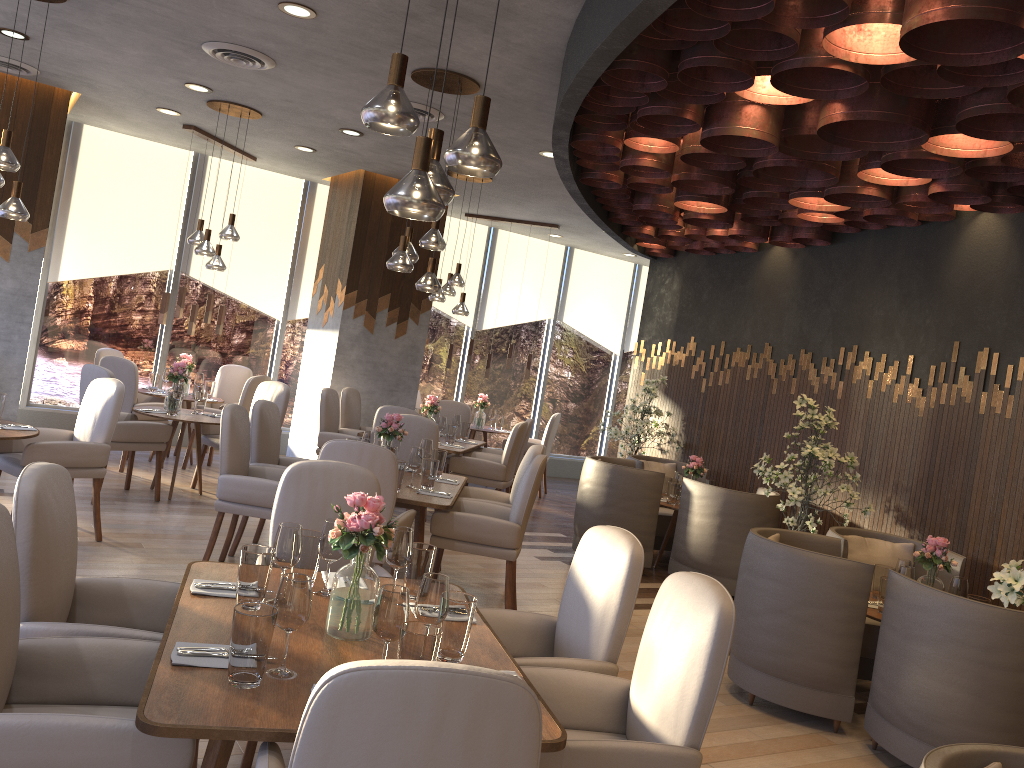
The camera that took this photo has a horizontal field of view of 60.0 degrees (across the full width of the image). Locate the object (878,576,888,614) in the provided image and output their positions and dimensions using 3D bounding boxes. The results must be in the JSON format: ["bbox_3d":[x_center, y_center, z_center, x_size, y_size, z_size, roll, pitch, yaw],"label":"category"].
[{"bbox_3d":[1.892,1.067,4.452,0.102,0.178,0.102,9,0,43],"label":"object"}]

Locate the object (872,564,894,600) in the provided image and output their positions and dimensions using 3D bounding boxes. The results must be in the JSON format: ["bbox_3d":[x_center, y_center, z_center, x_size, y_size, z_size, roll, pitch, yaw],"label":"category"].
[{"bbox_3d":[2.005,1.076,4.800,0.102,0.178,0.102,9,0,-29],"label":"object"}]

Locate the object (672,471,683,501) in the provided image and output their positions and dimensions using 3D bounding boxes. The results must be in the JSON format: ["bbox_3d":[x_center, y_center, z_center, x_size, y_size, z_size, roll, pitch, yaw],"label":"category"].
[{"bbox_3d":[1.409,0.874,7.581,0.092,0.244,0.092,9,0,35],"label":"object"}]

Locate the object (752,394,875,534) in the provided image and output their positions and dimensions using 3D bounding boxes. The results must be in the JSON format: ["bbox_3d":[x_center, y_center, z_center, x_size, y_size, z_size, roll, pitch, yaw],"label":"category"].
[{"bbox_3d":[1.984,0.883,5.964,0.788,1.617,0.747,9,0,-6],"label":"object"}]

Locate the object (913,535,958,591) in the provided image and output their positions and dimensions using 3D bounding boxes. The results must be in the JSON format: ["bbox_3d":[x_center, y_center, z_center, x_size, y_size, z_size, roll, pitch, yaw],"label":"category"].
[{"bbox_3d":[2.161,0.987,4.567,0.197,0.416,0.210,9,0,-20],"label":"object"}]

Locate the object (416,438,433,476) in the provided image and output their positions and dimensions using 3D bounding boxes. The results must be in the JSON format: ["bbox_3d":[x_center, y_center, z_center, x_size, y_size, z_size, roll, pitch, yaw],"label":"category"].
[{"bbox_3d":[-0.584,0.491,5.923,0.092,0.244,0.092,9,0,44],"label":"object"}]

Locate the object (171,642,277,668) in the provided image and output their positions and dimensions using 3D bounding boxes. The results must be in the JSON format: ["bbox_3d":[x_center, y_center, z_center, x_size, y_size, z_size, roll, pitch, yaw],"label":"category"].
[{"bbox_3d":[-0.722,0.679,2.233,0.254,0.019,0.158,9,2,-16],"label":"object"}]

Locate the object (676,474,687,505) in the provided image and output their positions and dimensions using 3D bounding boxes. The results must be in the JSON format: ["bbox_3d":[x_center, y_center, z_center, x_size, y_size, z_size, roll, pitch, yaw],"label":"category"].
[{"bbox_3d":[1.400,0.878,7.368,0.092,0.244,0.092,9,0,32],"label":"object"}]

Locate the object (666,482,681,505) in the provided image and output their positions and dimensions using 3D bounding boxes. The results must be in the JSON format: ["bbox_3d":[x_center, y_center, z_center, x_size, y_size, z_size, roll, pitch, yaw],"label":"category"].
[{"bbox_3d":[1.321,0.901,7.288,0.102,0.178,0.102,9,0,16],"label":"object"}]

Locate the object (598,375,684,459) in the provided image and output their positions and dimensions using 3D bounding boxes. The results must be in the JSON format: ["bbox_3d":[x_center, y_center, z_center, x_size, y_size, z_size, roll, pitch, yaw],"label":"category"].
[{"bbox_3d":[1.197,0.685,8.680,0.745,1.617,0.790,9,0,-26],"label":"object"}]

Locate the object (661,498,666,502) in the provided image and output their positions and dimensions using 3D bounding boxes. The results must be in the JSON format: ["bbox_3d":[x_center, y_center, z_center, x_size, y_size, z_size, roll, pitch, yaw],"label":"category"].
[{"bbox_3d":[1.232,0.963,7.434,0.255,0.019,0.157,9,1,-10],"label":"object"}]

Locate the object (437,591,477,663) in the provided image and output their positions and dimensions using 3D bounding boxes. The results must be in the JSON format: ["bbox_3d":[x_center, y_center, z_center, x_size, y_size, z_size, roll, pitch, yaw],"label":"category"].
[{"bbox_3d":[-0.161,0.682,2.484,0.102,0.178,0.102,9,0,1],"label":"object"}]

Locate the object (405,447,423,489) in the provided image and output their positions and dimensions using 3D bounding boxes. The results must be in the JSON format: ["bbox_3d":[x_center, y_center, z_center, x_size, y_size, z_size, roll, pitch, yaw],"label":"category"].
[{"bbox_3d":[-0.590,0.505,5.350,0.092,0.244,0.092,9,0,-40],"label":"object"}]

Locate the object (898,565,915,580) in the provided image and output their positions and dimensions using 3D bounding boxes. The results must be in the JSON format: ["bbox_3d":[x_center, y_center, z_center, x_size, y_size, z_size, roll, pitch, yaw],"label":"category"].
[{"bbox_3d":[1.991,1.049,4.506,0.092,0.244,0.092,9,0,26],"label":"object"}]

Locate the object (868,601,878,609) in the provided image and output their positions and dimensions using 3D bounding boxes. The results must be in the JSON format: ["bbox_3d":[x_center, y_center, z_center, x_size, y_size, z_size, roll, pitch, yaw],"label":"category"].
[{"bbox_3d":[1.850,1.137,4.615,0.255,0.019,0.157,9,1,7],"label":"object"}]

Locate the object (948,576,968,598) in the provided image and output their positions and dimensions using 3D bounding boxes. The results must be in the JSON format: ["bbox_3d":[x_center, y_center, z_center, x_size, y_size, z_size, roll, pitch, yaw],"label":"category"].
[{"bbox_3d":[2.219,1.087,4.424,0.092,0.244,0.092,9,0,31],"label":"object"}]

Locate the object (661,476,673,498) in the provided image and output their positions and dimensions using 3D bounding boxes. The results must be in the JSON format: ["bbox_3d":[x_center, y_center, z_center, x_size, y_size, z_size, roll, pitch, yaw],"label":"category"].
[{"bbox_3d":[1.322,0.891,7.652,0.102,0.178,0.102,9,0,-7],"label":"object"}]

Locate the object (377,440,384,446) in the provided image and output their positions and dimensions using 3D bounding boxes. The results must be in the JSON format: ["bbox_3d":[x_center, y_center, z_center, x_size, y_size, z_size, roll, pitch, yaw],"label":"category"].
[{"bbox_3d":[-0.873,0.475,6.020,0.102,0.178,0.102,9,0,15],"label":"object"}]

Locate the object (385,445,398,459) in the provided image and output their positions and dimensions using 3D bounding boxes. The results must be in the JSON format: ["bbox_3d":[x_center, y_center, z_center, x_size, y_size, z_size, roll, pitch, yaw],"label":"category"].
[{"bbox_3d":[-0.726,0.487,5.205,0.092,0.244,0.092,9,0,-17],"label":"object"}]

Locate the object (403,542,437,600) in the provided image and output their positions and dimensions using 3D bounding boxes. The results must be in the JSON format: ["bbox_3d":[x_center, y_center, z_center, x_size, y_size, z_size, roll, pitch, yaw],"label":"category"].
[{"bbox_3d":[-0.321,0.642,3.034,0.102,0.178,0.102,9,0,31],"label":"object"}]

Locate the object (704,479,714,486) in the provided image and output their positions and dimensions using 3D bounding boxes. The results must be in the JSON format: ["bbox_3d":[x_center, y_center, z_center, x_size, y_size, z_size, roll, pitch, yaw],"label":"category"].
[{"bbox_3d":[1.622,0.914,7.354,0.092,0.244,0.092,9,0,8],"label":"object"}]

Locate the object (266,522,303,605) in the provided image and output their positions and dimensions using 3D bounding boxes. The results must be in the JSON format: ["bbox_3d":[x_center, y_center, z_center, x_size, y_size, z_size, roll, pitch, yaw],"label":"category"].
[{"bbox_3d":[-0.701,0.555,2.734,0.092,0.244,0.092,9,0,3],"label":"object"}]

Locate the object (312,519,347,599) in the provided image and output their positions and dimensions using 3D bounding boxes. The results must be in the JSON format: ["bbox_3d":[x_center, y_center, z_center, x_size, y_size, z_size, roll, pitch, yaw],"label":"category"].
[{"bbox_3d":[-0.594,0.569,2.895,0.092,0.244,0.092,9,0,-16],"label":"object"}]

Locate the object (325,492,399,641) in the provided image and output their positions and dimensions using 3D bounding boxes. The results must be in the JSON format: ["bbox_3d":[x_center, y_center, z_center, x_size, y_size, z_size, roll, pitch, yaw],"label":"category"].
[{"bbox_3d":[-0.449,0.517,2.571,0.210,0.416,0.198,9,0,-20],"label":"object"}]

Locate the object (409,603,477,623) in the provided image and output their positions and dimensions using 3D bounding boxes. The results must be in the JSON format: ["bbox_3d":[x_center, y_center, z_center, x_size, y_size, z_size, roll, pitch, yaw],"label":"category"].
[{"bbox_3d":[-0.246,0.739,2.893,0.254,0.019,0.158,9,2,-15],"label":"object"}]

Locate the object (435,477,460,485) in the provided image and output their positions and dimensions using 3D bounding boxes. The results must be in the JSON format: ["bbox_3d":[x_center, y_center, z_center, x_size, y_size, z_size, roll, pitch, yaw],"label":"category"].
[{"bbox_3d":[-0.470,0.626,5.824,0.255,0.019,0.157,9,1,2],"label":"object"}]

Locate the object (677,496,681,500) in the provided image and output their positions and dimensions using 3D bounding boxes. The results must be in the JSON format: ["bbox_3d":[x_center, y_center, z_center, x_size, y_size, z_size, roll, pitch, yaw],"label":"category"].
[{"bbox_3d":[1.451,0.991,7.735,0.157,0.019,0.255,9,2,-13],"label":"object"}]

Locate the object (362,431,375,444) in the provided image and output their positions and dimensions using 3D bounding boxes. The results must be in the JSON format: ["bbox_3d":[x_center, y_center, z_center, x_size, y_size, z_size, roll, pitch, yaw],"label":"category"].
[{"bbox_3d":[-0.951,0.435,5.812,0.092,0.244,0.092,9,0,20],"label":"object"}]

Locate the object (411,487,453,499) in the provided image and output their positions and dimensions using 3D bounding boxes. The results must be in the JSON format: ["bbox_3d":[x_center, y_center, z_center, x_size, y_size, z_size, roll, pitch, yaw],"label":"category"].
[{"bbox_3d":[-0.476,0.640,5.250,0.255,0.019,0.157,9,1,2],"label":"object"}]

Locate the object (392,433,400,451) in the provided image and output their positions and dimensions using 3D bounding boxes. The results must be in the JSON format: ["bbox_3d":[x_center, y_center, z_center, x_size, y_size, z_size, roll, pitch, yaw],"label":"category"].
[{"bbox_3d":[-0.801,0.455,5.935,0.092,0.244,0.092,9,0,24],"label":"object"}]

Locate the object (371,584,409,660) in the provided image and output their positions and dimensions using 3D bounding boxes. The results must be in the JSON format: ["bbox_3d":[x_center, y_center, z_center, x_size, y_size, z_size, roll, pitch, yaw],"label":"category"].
[{"bbox_3d":[-0.312,0.632,2.220,0.092,0.244,0.092,9,0,-11],"label":"object"}]

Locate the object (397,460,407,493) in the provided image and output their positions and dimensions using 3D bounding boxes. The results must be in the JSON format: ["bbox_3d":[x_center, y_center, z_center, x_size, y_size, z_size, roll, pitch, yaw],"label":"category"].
[{"bbox_3d":[-0.672,0.531,5.114,0.102,0.178,0.102,9,0,9],"label":"object"}]

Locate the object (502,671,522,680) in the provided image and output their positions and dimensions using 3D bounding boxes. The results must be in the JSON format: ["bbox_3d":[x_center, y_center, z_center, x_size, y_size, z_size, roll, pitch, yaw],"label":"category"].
[{"bbox_3d":[-0.087,0.779,2.342,0.254,0.019,0.158,9,2,-15],"label":"object"}]

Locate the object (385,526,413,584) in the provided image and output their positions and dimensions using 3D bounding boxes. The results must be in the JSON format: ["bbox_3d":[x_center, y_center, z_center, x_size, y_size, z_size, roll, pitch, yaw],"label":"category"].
[{"bbox_3d":[-0.383,0.601,2.949,0.092,0.244,0.092,9,0,-12],"label":"object"}]

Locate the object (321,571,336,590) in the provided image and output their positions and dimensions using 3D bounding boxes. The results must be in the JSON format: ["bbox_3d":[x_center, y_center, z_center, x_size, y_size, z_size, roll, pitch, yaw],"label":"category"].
[{"bbox_3d":[-0.567,0.683,3.054,0.157,0.019,0.255,9,2,-18],"label":"object"}]

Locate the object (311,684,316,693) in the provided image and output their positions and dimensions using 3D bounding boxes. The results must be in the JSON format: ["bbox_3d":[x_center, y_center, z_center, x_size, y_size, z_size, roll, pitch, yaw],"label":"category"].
[{"bbox_3d":[-0.387,0.738,2.064,0.157,0.019,0.255,9,2,-14],"label":"object"}]

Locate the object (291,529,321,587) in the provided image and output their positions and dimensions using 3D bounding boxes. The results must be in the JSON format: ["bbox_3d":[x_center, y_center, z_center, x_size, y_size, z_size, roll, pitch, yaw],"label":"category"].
[{"bbox_3d":[-0.687,0.585,2.958,0.102,0.178,0.102,9,0,-12],"label":"object"}]

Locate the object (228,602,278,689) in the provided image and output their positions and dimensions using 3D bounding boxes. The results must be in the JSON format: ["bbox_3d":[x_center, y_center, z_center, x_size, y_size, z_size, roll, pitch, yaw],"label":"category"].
[{"bbox_3d":[-0.618,0.619,2.095,0.102,0.178,0.102,9,0,-10],"label":"object"}]

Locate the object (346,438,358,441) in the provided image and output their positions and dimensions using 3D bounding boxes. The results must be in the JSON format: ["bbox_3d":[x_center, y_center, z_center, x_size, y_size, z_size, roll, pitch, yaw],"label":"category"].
[{"bbox_3d":[-0.963,0.448,5.239,0.092,0.244,0.092,9,0,-19],"label":"object"}]

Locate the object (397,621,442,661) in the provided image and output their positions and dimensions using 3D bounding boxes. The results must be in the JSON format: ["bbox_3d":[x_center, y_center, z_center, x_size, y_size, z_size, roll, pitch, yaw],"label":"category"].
[{"bbox_3d":[-0.234,0.679,2.150,0.102,0.178,0.102,9,0,-38],"label":"object"}]

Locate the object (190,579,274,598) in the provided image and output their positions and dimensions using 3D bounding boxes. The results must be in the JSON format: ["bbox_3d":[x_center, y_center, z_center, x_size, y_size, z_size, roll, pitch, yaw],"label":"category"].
[{"bbox_3d":[-0.875,0.640,2.785,0.254,0.019,0.158,9,2,-16],"label":"object"}]

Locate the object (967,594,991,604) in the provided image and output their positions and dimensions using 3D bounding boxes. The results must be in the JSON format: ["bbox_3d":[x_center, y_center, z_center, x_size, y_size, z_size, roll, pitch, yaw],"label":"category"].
[{"bbox_3d":[2.269,1.131,4.330,0.102,0.178,0.102,9,0,2],"label":"object"}]

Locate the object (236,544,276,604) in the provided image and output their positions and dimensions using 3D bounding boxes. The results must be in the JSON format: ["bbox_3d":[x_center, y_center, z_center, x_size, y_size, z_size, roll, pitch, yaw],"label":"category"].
[{"bbox_3d":[-0.772,0.580,2.646,0.102,0.178,0.102,9,0,-10],"label":"object"}]

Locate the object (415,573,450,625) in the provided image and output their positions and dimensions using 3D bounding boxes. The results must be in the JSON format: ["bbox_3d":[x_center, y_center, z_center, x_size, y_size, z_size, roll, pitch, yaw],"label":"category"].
[{"bbox_3d":[-0.223,0.641,2.398,0.092,0.244,0.092,9,0,27],"label":"object"}]

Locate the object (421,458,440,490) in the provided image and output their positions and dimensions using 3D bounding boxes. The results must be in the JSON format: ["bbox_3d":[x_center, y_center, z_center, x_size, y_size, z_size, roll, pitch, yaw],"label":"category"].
[{"bbox_3d":[-0.506,0.550,5.412,0.102,0.178,0.102,9,0,18],"label":"object"}]

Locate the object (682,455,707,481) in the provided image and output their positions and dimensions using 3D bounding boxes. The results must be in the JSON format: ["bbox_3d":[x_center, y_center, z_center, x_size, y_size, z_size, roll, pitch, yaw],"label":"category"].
[{"bbox_3d":[1.533,0.810,7.481,0.210,0.416,0.197,9,0,35],"label":"object"}]

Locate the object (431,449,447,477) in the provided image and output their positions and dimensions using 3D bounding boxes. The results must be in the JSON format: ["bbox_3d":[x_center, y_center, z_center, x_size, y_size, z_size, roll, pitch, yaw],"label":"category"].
[{"bbox_3d":[-0.500,0.536,5.985,0.102,0.178,0.102,9,0,-32],"label":"object"}]

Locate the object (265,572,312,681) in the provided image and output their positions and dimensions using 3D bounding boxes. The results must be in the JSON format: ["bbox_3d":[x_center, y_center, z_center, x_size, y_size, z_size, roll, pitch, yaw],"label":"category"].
[{"bbox_3d":[-0.548,0.595,2.182,0.092,0.244,0.092,9,0,-42],"label":"object"}]

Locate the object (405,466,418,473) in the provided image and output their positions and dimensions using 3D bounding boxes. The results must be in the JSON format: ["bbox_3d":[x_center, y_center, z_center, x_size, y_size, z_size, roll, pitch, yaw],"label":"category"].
[{"bbox_3d":[-0.730,0.577,6.074,0.157,0.019,0.255,9,1,-2],"label":"object"}]
